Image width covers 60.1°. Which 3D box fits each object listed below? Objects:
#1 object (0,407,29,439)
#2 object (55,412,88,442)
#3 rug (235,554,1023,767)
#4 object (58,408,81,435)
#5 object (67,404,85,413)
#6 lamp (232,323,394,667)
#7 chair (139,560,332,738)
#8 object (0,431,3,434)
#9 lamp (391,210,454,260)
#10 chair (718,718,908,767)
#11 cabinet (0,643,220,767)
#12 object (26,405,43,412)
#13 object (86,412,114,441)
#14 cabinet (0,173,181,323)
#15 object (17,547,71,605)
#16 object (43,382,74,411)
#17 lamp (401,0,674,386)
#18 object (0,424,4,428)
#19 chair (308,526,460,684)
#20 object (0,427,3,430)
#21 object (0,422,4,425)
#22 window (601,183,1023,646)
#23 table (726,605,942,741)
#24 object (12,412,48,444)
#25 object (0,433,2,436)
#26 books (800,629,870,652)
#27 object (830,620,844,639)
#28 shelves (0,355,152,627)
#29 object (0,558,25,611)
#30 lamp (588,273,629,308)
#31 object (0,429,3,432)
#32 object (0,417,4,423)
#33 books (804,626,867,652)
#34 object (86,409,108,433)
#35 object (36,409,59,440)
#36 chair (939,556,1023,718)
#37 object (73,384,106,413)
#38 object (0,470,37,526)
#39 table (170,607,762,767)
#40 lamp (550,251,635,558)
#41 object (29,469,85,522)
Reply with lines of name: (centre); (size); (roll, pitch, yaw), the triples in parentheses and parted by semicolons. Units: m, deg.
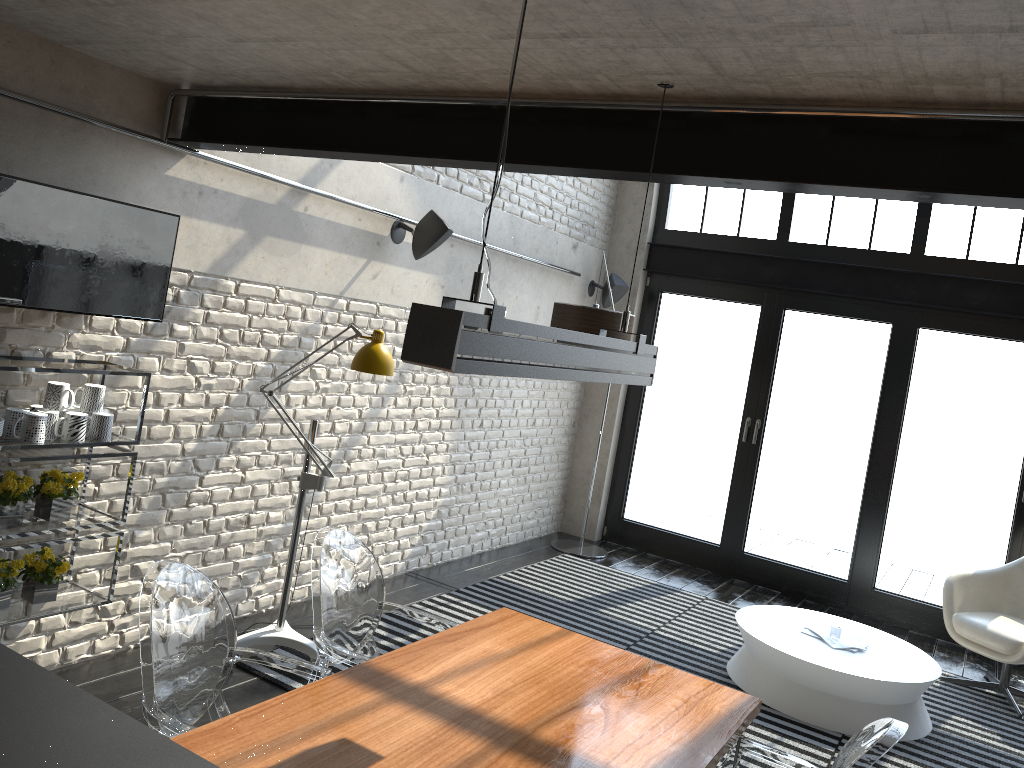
object: (-1.816, 0.140, 3.211); (0.108, 0.100, 0.083); (9, 2, -27)
object: (-1.658, 0.159, 3.328); (0.108, 0.100, 0.083); (9, 2, -27)
rug: (1.050, 1.618, 4.685); (3.419, 0.004, 3.482); (12, 4, 29)
object: (-1.699, 0.148, 3.394); (0.109, 0.100, 0.082); (12, 3, 43)
object: (-1.740, 0.135, 3.478); (0.108, 0.100, 0.083); (9, 2, -27)
lamp: (-0.656, 0.522, 4.528); (0.634, 1.616, 1.564); (10, 2, 42)
chair: (-0.753, 0.994, 2.320); (0.591, 0.939, 0.539); (10, 1, 14)
object: (-1.890, 0.166, 3.030); (0.251, 0.031, 0.252); (10, 4, -2)
lamp: (-0.523, -0.870, 5.162); (0.358, 0.306, 0.177); (10, 1, 11)
chair: (0.619, 1.234, 2.272); (0.593, 0.939, 0.538); (10, 1, 29)
cabinet: (-2.058, 0.841, 0.754); (2.444, 1.003, 2.737); (12, 4, 29)
object: (-1.801, 0.133, 3.358); (0.109, 0.100, 0.082); (11, 2, 28)
object: (-1.601, 0.162, 3.427); (0.109, 0.100, 0.082); (10, 2, 18)
cabinet: (-2.412, -0.525, 1.816); (0.401, 0.421, 3.882); (11, 4, 29)
object: (-1.805, 0.730, 3.400); (0.181, 0.192, 0.176); (8, 2, -39)
object: (-1.709, 0.049, 3.332); (0.109, 0.100, 0.082); (12, 3, 43)
lamp: (0.173, -0.456, 2.156); (0.125, 0.889, 1.084); (10, 2, 29)
object: (-1.886, 0.142, 3.030); (0.251, 0.031, 0.252); (10, 4, -2)
chair: (-0.453, 1.006, 2.916); (0.592, 0.939, 0.538); (10, 1, 24)
object: (-1.887, 0.150, 3.030); (0.251, 0.031, 0.252); (10, 4, -2)
object: (-1.885, 0.134, 3.030); (0.251, 0.031, 0.252); (10, 4, -2)
window: (2.422, -0.983, 5.553); (4.304, 5.488, 2.856); (11, 1, 29)
table: (1.772, 1.573, 4.929); (1.083, 0.299, 1.095); (7, 4, -38)
object: (-1.737, 0.155, 3.186); (0.108, 0.100, 0.083); (9, 2, -27)
object: (-1.892, 0.174, 3.030); (0.251, 0.031, 0.252); (10, 4, -2)
books: (1.799, 1.418, 4.929); (0.314, 0.015, 0.204); (13, 5, 44)
object: (1.805, 1.368, 4.930); (0.068, 0.087, 0.067); (11, 2, 42)
shelves: (-1.933, 0.371, 3.035); (0.289, 0.926, 1.246); (10, 2, 29)
object: (-1.891, 0.726, 3.238); (0.183, 0.192, 0.174); (11, 2, 41)
lamp: (0.805, -0.801, 7.544); (0.177, 0.306, 0.360); (9, 2, -43)
object: (-1.889, 0.158, 3.030); (0.251, 0.031, 0.252); (10, 4, -2)
object: (-1.883, 0.126, 3.030); (0.251, 0.031, 0.252); (10, 4, -2)
books: (1.800, 1.415, 4.929); (0.205, 0.024, 0.313); (9, 4, -11)
object: (-1.639, 0.152, 3.490); (0.109, 0.100, 0.082); (12, 3, 43)
object: (-1.742, 0.147, 3.288); (0.109, 0.100, 0.082); (10, 2, 18)
chair: (3.126, 1.454, 5.438); (0.772, 0.940, 0.723); (9, 2, -31)
object: (-1.643, 0.052, 3.449); (0.109, 0.100, 0.082); (10, 2, 18)
object: (-1.838, 0.412, 3.232); (0.181, 0.192, 0.176); (8, 2, -39)
table: (-0.342, 1.208, 1.774); (0.932, 0.732, 2.664); (11, 4, 29)
lamp: (0.607, 0.235, 6.651); (0.558, 2.326, 1.842); (10, 2, 16)
object: (-1.747, 0.417, 3.398); (0.183, 0.192, 0.174); (11, 2, 41)
